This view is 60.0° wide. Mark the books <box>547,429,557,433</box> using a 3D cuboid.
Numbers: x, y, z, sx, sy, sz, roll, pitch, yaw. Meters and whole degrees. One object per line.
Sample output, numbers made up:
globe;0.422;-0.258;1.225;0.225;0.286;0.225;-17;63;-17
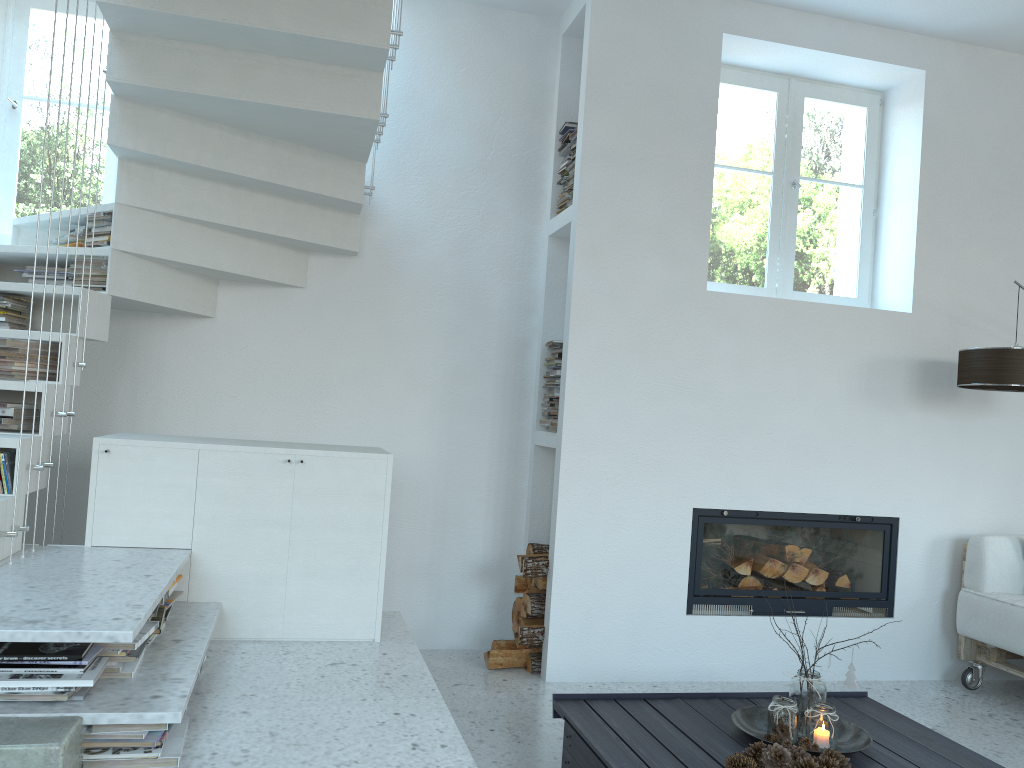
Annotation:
books;0.295;0.229;4.184;0.232;0.011;0.159;4;-2;-13

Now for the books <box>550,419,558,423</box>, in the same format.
books;0.299;0.182;4.184;0.211;0.016;0.153;4;-2;-12

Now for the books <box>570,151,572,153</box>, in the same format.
books;0.393;-1.134;4.430;0.221;0.018;0.154;4;-2;-10

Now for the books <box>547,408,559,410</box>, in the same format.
books;0.308;0.126;4.165;0.264;0.005;0.115;4;-2;-15

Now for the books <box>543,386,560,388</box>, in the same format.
books;0.307;0.024;4.395;0.285;0.008;0.159;4;-2;-13

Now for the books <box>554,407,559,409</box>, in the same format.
books;0.303;0.119;4.188;0.180;0.010;0.153;4;-2;-10

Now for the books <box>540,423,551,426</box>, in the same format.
books;0.292;0.210;4.399;0.294;0.008;0.132;4;-2;-11

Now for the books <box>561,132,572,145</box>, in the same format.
books;0.401;-1.205;4.420;0.281;0.014;0.170;4;-2;-9

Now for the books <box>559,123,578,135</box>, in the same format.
books;0.392;-1.261;4.438;0.288;0.017;0.136;4;-2;-10

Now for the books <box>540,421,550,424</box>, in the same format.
books;0.296;0.199;4.385;0.290;0.013;0.157;5;-2;-18

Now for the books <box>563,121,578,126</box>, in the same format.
books;0.394;-1.273;4.434;0.283;0.008;0.140;4;-2;-9

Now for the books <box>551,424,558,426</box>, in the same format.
books;0.299;0.200;4.177;0.209;0.007;0.131;4;-2;-9

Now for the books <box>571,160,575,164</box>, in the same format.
books;0.401;-1.027;4.204;0.254;0.006;0.128;4;-2;-13

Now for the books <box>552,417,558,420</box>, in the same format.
books;0.303;0.169;4.172;0.207;0.009;0.122;4;-2;-10

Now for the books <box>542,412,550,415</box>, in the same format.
books;0.300;0.154;4.383;0.285;0.012;0.159;4;-2;-9

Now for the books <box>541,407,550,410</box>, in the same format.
books;0.301;0.131;4.383;0.282;0.010;0.169;4;-2;-11

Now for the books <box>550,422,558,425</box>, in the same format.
books;0.302;0.193;4.169;0.216;0.007;0.130;4;-2;-14

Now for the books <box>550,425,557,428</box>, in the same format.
books;0.296;0.209;4.185;0.202;0.010;0.154;4;-2;-11

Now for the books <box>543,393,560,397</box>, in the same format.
books;0.307;0.063;4.381;0.263;0.016;0.192;4;-2;-14

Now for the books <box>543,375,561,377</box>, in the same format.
books;0.313;-0.028;4.402;0.295;0.007;0.146;4;-2;-12

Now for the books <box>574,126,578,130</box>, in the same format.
books;0.395;-1.245;4.421;0.199;0.016;0.182;5;-2;-16

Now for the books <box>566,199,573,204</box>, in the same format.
books;0.384;-0.864;4.224;0.208;0.008;0.164;5;-2;-19

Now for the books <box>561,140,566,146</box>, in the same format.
books;0.394;-1.193;4.445;0.273;0.009;0.129;4;-2;-11

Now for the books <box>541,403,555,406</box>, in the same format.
books;0.300;0.112;4.393;0.285;0.012;0.159;4;-2;-15

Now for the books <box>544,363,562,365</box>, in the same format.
books;0.315;-0.088;4.411;0.295;0.007;0.135;4;-2;-15

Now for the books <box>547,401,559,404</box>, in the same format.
books;0.306;0.095;4.181;0.252;0.006;0.141;4;-2;-12

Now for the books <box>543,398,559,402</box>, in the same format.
books;0.304;0.086;4.386;0.282;0.016;0.162;4;-2;-10

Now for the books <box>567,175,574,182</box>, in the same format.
books;0.396;-0.964;4.207;0.241;0.007;0.133;4;-2;-12

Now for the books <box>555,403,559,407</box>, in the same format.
books;0.304;0.106;4.188;0.174;0.017;0.153;4;-2;-10

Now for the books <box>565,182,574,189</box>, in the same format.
books;0.392;-0.928;4.212;0.257;0.006;0.136;4;-2;-10

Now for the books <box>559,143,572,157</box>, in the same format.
books;0.397;-1.149;4.419;0.294;0.013;0.184;4;-2;-12

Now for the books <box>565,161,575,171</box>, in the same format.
books;0.399;-1.019;4.210;0.260;0.009;0.140;4;-2;-15

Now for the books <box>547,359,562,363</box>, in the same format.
books;0.318;-0.100;4.401;0.263;0.017;0.156;4;-2;-13

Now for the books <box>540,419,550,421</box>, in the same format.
books;0.298;0.189;4.379;0.291;0.007;0.174;5;-2;-17

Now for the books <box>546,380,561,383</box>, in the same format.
books;0.313;-0.001;4.394;0.254;0.012;0.161;5;-2;-16

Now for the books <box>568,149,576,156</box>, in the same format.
books;0.409;-1.098;4.230;0.237;0.008;0.170;5;-2;-16

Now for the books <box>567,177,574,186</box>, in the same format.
books;0.394;-0.953;4.211;0.234;0.016;0.147;4;-2;-13

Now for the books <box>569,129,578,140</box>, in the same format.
books;0.417;-1.171;4.219;0.255;0.024;0.139;5;-2;-17

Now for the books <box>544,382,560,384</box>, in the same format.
books;0.314;0.008;4.385;0.289;0.005;0.169;4;-2;-10

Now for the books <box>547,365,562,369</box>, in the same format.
books;0.315;-0.075;4.408;0.269;0.009;0.132;4;-2;-11

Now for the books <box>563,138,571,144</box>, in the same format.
books;0.398;-1.182;4.424;0.289;0.006;0.164;4;-2;-10

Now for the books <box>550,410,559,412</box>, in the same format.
books;0.303;0.134;4.180;0.225;0.011;0.142;4;-2;-12

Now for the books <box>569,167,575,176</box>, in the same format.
books;0.398;-0.997;4.208;0.232;0.017;0.135;4;-2;-12

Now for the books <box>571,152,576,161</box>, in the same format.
books;0.403;-1.077;4.213;0.214;0.020;0.140;4;-2;-12

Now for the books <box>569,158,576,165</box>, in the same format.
books;0.398;-1.048;4.223;0.219;0.012;0.159;4;-2;-11

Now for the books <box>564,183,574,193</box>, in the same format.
books;0.391;-0.918;4.214;0.249;0.013;0.151;5;-2;-16

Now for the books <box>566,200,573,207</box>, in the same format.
books;0.388;-0.850;4.215;0.225;0.011;0.142;5;-2;-17

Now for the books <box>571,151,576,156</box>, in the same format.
books;0.412;-1.090;4.215;0.231;0.008;0.135;5;-2;-17

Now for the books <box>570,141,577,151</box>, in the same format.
books;0.416;-1.114;4.207;0.259;0.024;0.113;5;-2;-18

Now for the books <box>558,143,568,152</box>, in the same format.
books;0.391;-1.168;4.452;0.300;0.007;0.127;4;-2;-14

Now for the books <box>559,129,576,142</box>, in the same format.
books;0.402;-1.220;4.421;0.299;0.006;0.192;4;-2;-14

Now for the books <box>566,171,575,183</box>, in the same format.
books;0.392;-0.974;4.225;0.237;0.014;0.158;4;-2;-9

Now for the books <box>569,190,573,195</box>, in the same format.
books;0.392;-0.906;4.207;0.208;0.013;0.140;4;-2;-15

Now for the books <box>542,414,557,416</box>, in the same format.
books;0.299;0.163;4.383;0.285;0.006;0.159;4;-2;-9

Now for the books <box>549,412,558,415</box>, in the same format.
books;0.301;0.146;4.187;0.219;0.013;0.157;5;-2;-16

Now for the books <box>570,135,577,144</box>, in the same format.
books;0.416;-1.155;4.219;0.246;0.009;0.145;4;-2;-12

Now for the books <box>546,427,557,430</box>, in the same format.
books;0.295;0.219;4.189;0.224;0.010;0.161;5;-2;-17

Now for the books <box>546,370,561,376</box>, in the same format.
books;0.319;-0.043;4.381;0.262;0.023;0.200;4;-2;-14

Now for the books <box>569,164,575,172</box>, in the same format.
books;0.398;-1.010;4.211;0.236;0.009;0.128;4;-2;-9
